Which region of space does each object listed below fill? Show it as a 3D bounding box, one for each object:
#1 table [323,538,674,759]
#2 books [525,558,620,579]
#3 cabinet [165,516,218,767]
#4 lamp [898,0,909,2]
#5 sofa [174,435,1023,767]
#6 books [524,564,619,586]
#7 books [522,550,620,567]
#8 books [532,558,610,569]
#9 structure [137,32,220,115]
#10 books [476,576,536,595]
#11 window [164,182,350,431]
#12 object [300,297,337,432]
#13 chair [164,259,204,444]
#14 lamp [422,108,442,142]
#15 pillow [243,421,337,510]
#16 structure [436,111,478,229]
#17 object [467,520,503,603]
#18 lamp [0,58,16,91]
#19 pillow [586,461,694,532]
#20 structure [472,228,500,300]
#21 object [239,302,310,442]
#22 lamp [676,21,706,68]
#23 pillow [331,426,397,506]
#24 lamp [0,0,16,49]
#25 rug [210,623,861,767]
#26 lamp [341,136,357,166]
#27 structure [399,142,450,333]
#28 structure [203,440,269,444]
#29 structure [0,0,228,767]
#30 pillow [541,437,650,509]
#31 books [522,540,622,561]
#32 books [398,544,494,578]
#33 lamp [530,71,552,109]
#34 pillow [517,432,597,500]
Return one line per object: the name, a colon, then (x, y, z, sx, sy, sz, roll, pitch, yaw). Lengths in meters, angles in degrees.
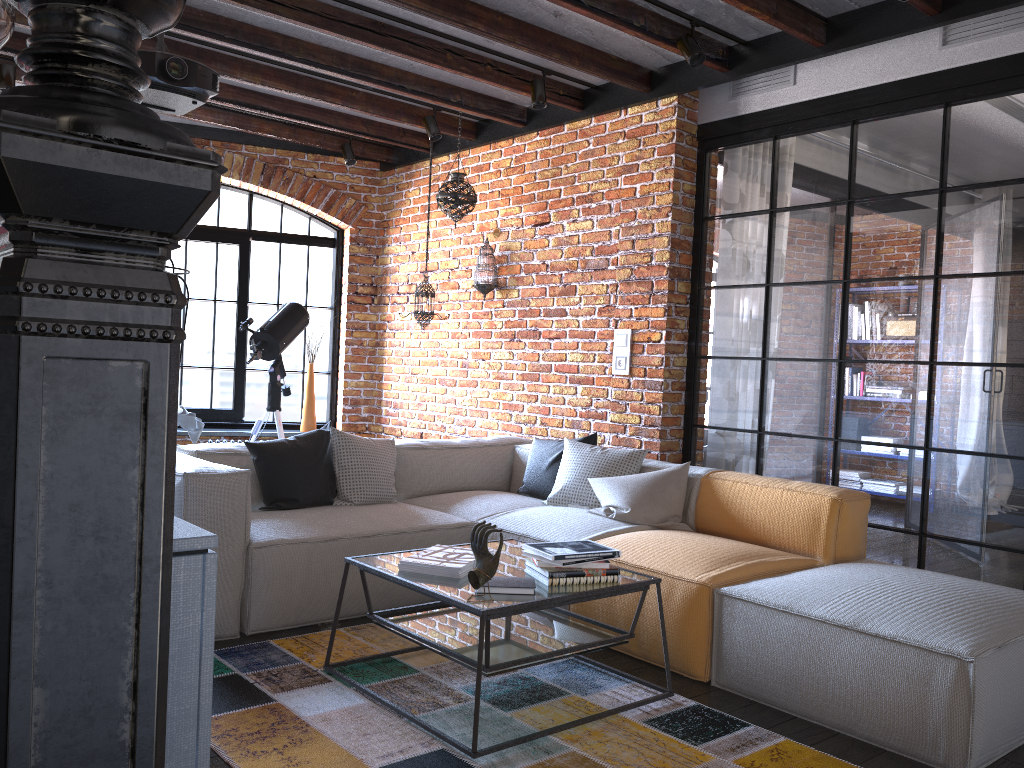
table: (-0.046, 0.813, 2.991, 0.842, 0.389, 0.848, 2, 1, -40)
books: (0.195, 0.600, 2.915, 0.251, 0.023, 0.209, 2, 1, -21)
cabinet: (-1.599, 0.554, 2.140, 0.607, 0.844, 2.959, 2, 2, -40)
lamp: (1.481, -1.515, 3.287, 0.159, 0.207, 0.082, 2, 2, -40)
sofa: (0.102, 0.700, 3.577, 2.536, 0.697, 3.300, 2, 1, -41)
books: (0.193, 0.622, 2.915, 0.247, 0.024, 0.209, 2, 1, -21)
books: (0.194, 0.560, 2.916, 0.268, 0.014, 0.196, 2, 1, -41)
books: (0.188, 0.578, 2.937, 0.239, 0.023, 0.190, 3, 1, -6)
structure: (-1.527, -1.630, 3.853, 0.409, 0.816, 0.464, 2, 2, -40)
books: (-0.021, 0.613, 2.715, 0.182, 0.029, 0.129, 3, 1, -3)
window: (-2.729, -0.642, 6.611, 3.293, 2.233, 0.177, 2, 1, -23)
object: (-1.495, -0.153, 6.833, 0.270, 1.054, 0.299, 2, 1, -20)
chair: (-2.192, -0.727, 5.069, 0.682, 2.221, 0.802, 3, 1, 5)
lamp: (-0.507, -1.649, 5.645, 0.133, 0.208, 0.090, 3, 1, 17)
pillow: (-0.995, 0.384, 4.184, 0.238, 0.417, 0.538, 4, 2, 39)
structure: (-0.342, -1.377, 5.628, 0.265, 0.779, 0.273, 3, 1, -1)
object: (-0.077, 0.515, 2.582, 0.099, 0.223, 0.093, 3, 1, 0)
lamp: (-2.856, -1.759, 5.057, 0.082, 0.184, 0.121, 4, 2, 43)
pillow: (0.592, 0.511, 4.130, 0.485, 0.314, 0.358, 3, 1, 3)
structure: (-0.169, -0.791, 5.815, 0.169, 0.482, 0.169, 1, 2, -40)
object: (-1.668, 0.164, 5.941, 0.570, 1.472, 0.616, 2, 1, -14)
lamp: (0.829, -1.558, 4.079, 0.094, 0.210, 0.150, 2, 2, -38)
pillow: (-0.722, 0.406, 4.383, 0.250, 0.402, 0.543, 3, 1, 32)
lamp: (-1.362, -1.098, 2.072, 0.364, 0.665, 0.364, 3, 2, 33)
rug: (-0.025, 1.031, 2.588, 1.432, 0.013, 2.363, 2, 1, -40)
lamp: (-1.188, -1.695, 6.457, 0.134, 0.208, 0.093, 3, 1, 26)
structure: (-0.568, -1.060, 5.995, 0.389, 1.437, 0.338, 1, 2, -40)
structure: (-1.707, 0.653, 6.562, 1.115, 0.476, 0.106, 2, 1, -23)
structure: (1.631, -0.115, 4.289, 0.481, 2.394, 8.514, 3, 1, 31)
pillow: (0.408, 0.467, 4.454, 0.495, 0.354, 0.293, 3, 2, 35)
books: (0.195, 0.545, 2.916, 0.268, 0.014, 0.196, 2, 1, -29)
books: (-0.216, 0.597, 3.003, 0.225, 0.038, 0.309, 3, 1, 20)
lamp: (0.153, -1.612, 4.862, 0.113, 0.194, 0.085, 3, 1, 21)
pillow: (0.232, 0.439, 4.748, 0.510, 0.400, 0.263, 4, 2, 44)
